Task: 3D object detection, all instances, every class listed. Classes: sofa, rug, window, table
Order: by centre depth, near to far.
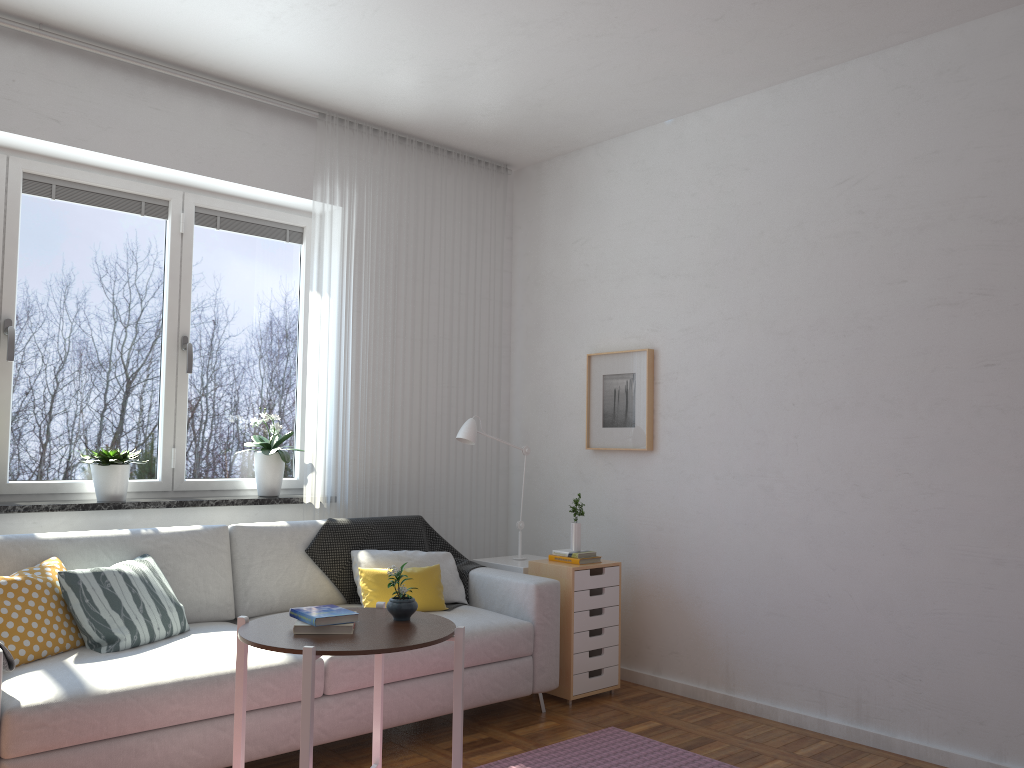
[{"bbox_3d":[0.314,1.354,2.121,2.459,0.008,2.367,5,-6,-42],"label":"rug"},{"bbox_3d":[-0.477,1.032,2.553,0.618,0.687,0.618,4,-5,-43],"label":"table"},{"bbox_3d":[-1.002,1.021,3.602,2.463,0.842,1.004,5,-5,-42],"label":"sofa"},{"bbox_3d":[-2.166,-0.258,3.754,3.022,1.509,0.151,4,-5,-42],"label":"window"}]

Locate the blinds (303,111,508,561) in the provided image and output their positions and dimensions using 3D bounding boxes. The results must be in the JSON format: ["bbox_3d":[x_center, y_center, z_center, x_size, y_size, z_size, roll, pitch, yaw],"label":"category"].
[{"bbox_3d":[-0.534,0.088,4.841,1.293,2.884,0.055,4,-4,-42],"label":"blinds"}]

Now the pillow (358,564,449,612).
[{"bbox_3d":[-0.488,0.916,3.973,0.402,0.194,0.211,3,-4,-25],"label":"pillow"}]

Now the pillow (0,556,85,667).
[{"bbox_3d":[-1.690,0.791,3.103,0.313,0.317,0.465,0,-4,16],"label":"pillow"}]

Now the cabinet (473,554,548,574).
[{"bbox_3d":[0.066,1.239,4.705,0.400,0.599,0.400,4,-5,-42],"label":"cabinet"}]

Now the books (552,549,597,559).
[{"bbox_3d":[0.309,0.836,4.375,0.136,0.024,0.175,5,-5,-42],"label":"books"}]

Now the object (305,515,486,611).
[{"bbox_3d":[-0.507,0.981,4.362,0.677,0.647,0.979,0,-4,18],"label":"object"}]

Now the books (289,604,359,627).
[{"bbox_3d":[-0.539,0.661,2.539,0.136,0.024,0.175,4,-5,-37],"label":"books"}]

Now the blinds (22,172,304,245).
[{"bbox_3d":[-2.179,-0.877,3.813,2.846,0.098,0.015,5,-5,-42],"label":"blinds"}]

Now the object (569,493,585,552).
[{"bbox_3d":[0.321,0.680,4.372,0.082,0.287,0.085,3,-4,-36],"label":"object"}]

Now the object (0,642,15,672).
[{"bbox_3d":[-1.789,1.015,2.766,0.288,0.533,0.608,4,-5,-42],"label":"object"}]

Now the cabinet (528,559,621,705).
[{"bbox_3d":[0.306,1.197,4.363,0.349,0.642,0.301,4,-4,-42],"label":"cabinet"}]

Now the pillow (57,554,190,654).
[{"bbox_3d":[-1.432,0.809,3.315,0.309,0.288,0.470,0,-4,19],"label":"pillow"}]

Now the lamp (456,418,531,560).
[{"bbox_3d":[-0.753,0.707,2.678,0.332,1.345,4.596,0,-4,18],"label":"lamp"}]

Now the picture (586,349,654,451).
[{"bbox_3d":[0.569,0.089,4.723,0.050,0.523,0.431,4,-4,-42],"label":"picture"}]

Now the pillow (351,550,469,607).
[{"bbox_3d":[-0.480,0.915,4.185,0.532,0.259,0.301,3,-4,-28],"label":"pillow"}]

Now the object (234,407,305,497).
[{"bbox_3d":[-1.246,0.343,4.472,0.340,0.443,0.286,-2,-4,36],"label":"object"}]

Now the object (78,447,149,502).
[{"bbox_3d":[-1.769,0.398,3.925,0.283,0.237,0.267,-1,-4,30],"label":"object"}]

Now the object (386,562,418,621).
[{"bbox_3d":[-0.335,0.626,2.686,0.096,0.174,0.109,-1,-4,27],"label":"object"}]

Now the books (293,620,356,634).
[{"bbox_3d":[-0.537,0.688,2.561,0.162,0.026,0.209,1,-4,-7],"label":"books"}]

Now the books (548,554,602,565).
[{"bbox_3d":[0.312,0.862,4.379,0.164,0.028,0.211,5,-5,-42],"label":"books"}]
